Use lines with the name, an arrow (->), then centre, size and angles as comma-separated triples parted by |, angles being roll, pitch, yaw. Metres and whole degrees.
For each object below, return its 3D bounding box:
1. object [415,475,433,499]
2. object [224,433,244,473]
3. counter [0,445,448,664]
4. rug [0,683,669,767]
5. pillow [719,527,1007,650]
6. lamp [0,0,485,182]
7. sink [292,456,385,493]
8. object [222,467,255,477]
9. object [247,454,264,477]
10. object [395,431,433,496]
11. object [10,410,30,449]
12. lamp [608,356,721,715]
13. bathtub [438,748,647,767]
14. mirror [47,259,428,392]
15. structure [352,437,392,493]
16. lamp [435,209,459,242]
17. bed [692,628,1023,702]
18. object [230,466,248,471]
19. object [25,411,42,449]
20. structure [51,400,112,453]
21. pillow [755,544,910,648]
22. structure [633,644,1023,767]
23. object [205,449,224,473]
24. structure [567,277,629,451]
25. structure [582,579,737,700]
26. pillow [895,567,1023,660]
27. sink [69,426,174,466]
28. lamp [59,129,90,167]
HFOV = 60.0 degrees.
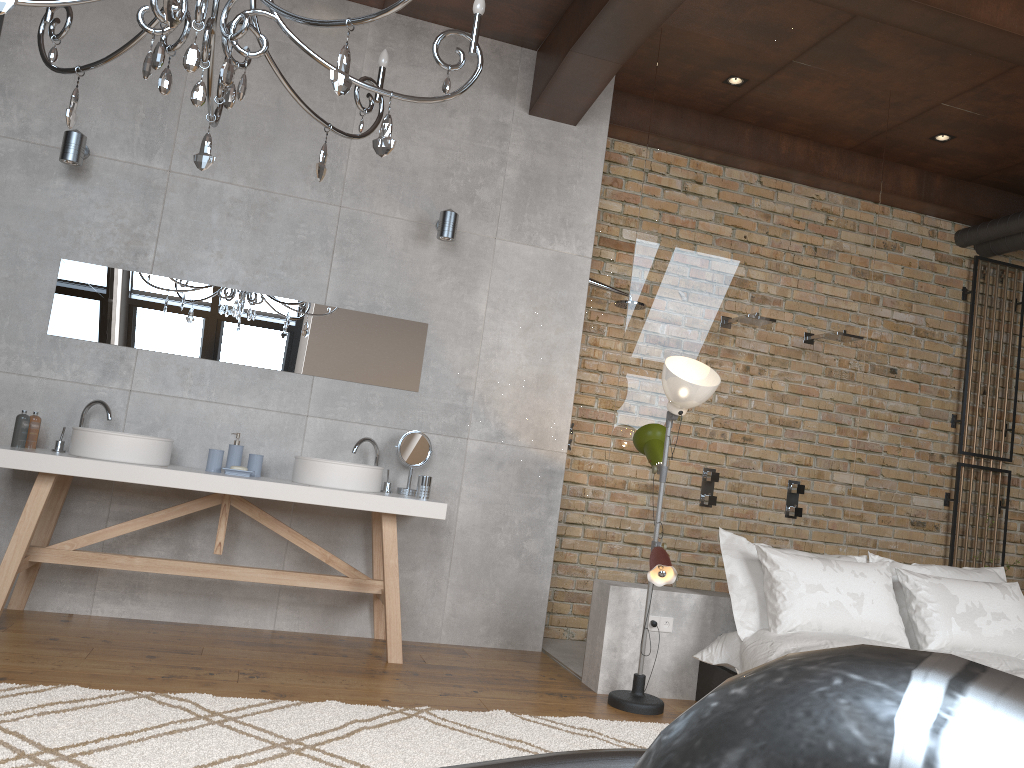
object -> -0.446, 0.522, 4.496 | 0.073, 0.111, 0.073 | 10, -6, -23
object -> -1.361, 0.341, 4.362 | 0.076, 0.201, 0.076 | 10, -6, -22
counter -> -1.401, 0.810, 4.224 | 2.011, 0.765, 0.630 | 9, -6, -15
rug -> -0.275, 1.171, 2.538 | 3.139, 0.019, 1.726 | 9, -6, -15
pillow -> 1.822, 1.070, 4.373 | 1.746, 0.517, 0.358 | 9, -6, -16
lamp -> -0.749, -1.499, 2.427 | 1.409, 1.594, 1.409 | 7, -6, 7
sink -> -0.863, 0.448, 4.398 | 0.445, 0.128, 0.442 | 3, -7, 39
object -> -1.306, 0.422, 4.229 | 0.147, 0.031, 0.100 | 9, -6, -13
object -> -1.268, 0.401, 4.372 | 0.075, 0.108, 0.075 | 7, -6, 5
object -> -0.523, 0.413, 4.649 | 0.118, 0.338, 0.192 | 4, -7, 31
object -> -2.223, 0.204, 4.017 | 0.058, 0.172, 0.058 | 12, -7, -36
lamp -> 0.652, 0.656, 4.048 | 0.270, 1.582, 0.561 | 10, -6, -18
bathtub -> -0.193, 0.663, 0.567 | 1.811, 0.652, 0.872 | 13, -8, -42
mirror -> -1.356, -0.285, 4.565 | 1.838, 0.377, 0.007 | 9, -6, -15
structure -> -0.726, 0.413, 4.574 | 0.242, 0.268, 0.141 | 10, -6, -20
lamp -> -0.359, -0.845, 4.777 | 0.101, 0.168, 0.243 | 9, -6, -15
bed -> 2.182, 1.382, 3.464 | 2.300, 0.442, 2.169 | 9, -6, -15
object -> -1.303, 0.409, 4.230 | 0.084, 0.035, 0.067 | 9, -6, -13
object -> -2.212, 0.213, 4.092 | 0.058, 0.172, 0.058 | 11, -7, -29
structure -> -2.024, 0.202, 4.219 | 0.242, 0.268, 0.141 | 9, -6, -10
pillow -> 1.480, 0.991, 4.107 | 0.744, 0.397, 0.276 | 9, -6, -15
structure -> 0.159, 0.564, 0.343 | 0.169, 0.897, 0.370 | 12, -7, -37
object -> -1.424, 0.368, 4.250 | 0.075, 0.108, 0.075 | 6, -6, 20
structure -> 0.490, 0.308, 5.263 | 0.457, 2.005, 0.217 | 10, -6, -19
structure -> 1.742, 1.407, 4.575 | 2.820, 0.494, 0.206 | 9, -6, -15
pillow -> 2.233, 1.136, 4.313 | 0.748, 0.385, 0.291 | 9, -6, -15
sink -> -1.819, 0.292, 4.137 | 0.445, 0.128, 0.442 | 11, -7, -33
lamp -> -2.110, -1.130, 4.298 | 0.101, 0.168, 0.243 | 9, -6, -15
